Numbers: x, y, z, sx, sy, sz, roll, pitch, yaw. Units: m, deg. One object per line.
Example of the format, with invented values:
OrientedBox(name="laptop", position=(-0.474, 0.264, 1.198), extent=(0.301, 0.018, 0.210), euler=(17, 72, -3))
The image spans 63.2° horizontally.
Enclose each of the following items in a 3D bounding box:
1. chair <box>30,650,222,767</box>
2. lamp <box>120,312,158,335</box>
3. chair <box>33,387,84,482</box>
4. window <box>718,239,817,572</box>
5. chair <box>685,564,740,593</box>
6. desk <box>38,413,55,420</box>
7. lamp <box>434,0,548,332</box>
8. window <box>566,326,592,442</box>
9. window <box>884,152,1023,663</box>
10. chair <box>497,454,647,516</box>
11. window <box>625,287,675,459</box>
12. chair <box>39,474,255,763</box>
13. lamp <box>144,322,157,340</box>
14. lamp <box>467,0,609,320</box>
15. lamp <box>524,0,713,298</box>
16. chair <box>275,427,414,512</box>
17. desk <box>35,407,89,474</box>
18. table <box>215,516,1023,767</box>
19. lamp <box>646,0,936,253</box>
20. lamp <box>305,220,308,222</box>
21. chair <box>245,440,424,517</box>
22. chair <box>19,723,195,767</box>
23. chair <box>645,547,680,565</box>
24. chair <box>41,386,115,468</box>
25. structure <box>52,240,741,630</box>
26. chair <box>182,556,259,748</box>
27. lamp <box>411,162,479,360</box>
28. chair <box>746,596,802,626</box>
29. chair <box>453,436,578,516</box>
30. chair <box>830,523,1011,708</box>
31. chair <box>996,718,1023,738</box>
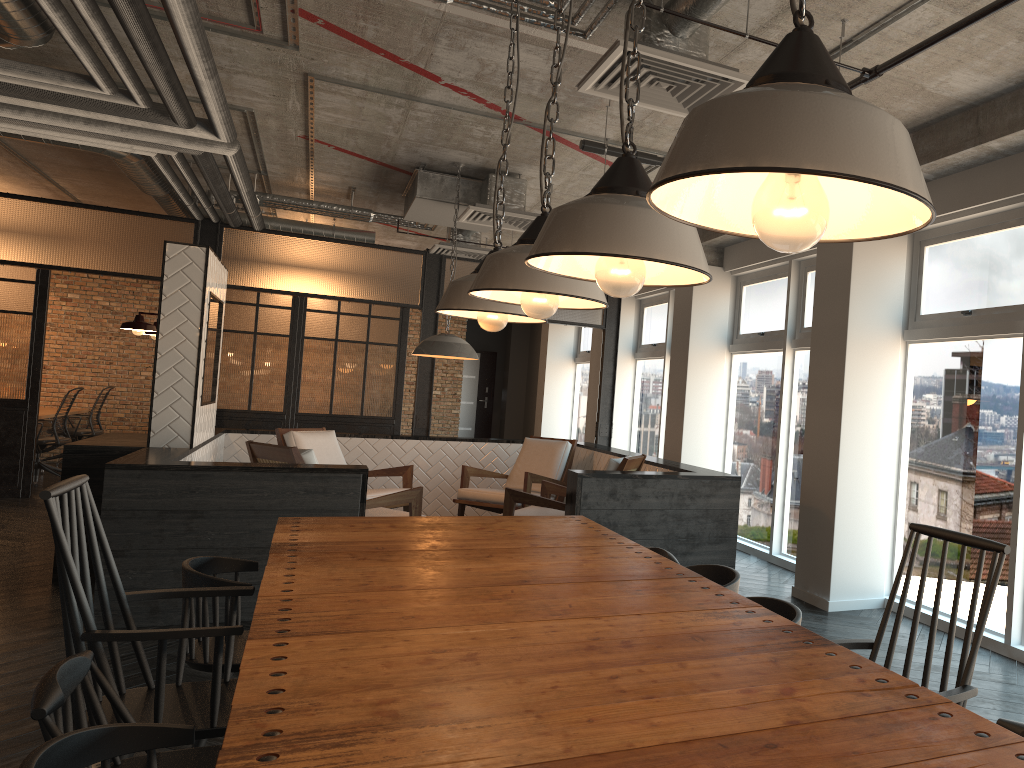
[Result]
OrientedBox(name="chair", position=(-0.689, 0.920, 1.693), extent=(0.523, 0.726, 0.331), euler=(4, -1, -22))
OrientedBox(name="lamp", position=(-2.395, -0.398, 5.385), extent=(0.167, 0.171, 0.261), euler=(3, -1, 38))
OrientedBox(name="chair", position=(-5.143, 0.539, 9.005), extent=(0.788, 1.063, 0.613), euler=(4, -1, -21))
OrientedBox(name="window", position=(2.369, 0.101, 7.195), extent=(0.274, 2.875, 2.222), euler=(4, -1, -14))
OrientedBox(name="chair", position=(0.534, 1.006, 2.843), extent=(0.502, 0.737, 0.331), euler=(4, -1, -22))
OrientedBox(name="desk", position=(-5.590, 0.680, 8.795), extent=(0.900, 0.720, 1.464), euler=(4, -1, -17))
OrientedBox(name="lamp", position=(-0.004, -1.041, 2.813), extent=(0.378, 1.737, 0.354), euler=(4, -1, -2))
OrientedBox(name="window", position=(1.201, 0.078, 12.080), extent=(0.274, 2.875, 2.222), euler=(4, -1, -14))
OrientedBox(name="window", position=(2.951, 0.113, 4.758), extent=(0.274, 2.875, 2.222), euler=(4, -1, -14))
OrientedBox(name="chair", position=(0.447, 0.951, 6.156), extent=(0.894, 0.907, 0.759), euler=(4, -1, 13))
OrientedBox(name="window", position=(1.785, 0.090, 9.638), extent=(0.274, 2.875, 2.222), euler=(4, -1, -14))
OrientedBox(name="chair", position=(-0.862, 0.759, 2.076), extent=(0.552, 1.033, 0.405), euler=(4, -1, -21))
OrientedBox(name="lamp", position=(-2.545, -0.401, 6.009), extent=(0.167, 0.171, 0.261), euler=(3, -1, 38))
OrientedBox(name="lamp", position=(0.135, -1.038, 2.231), extent=(0.378, 1.737, 0.354), euler=(4, -1, -2))
OrientedBox(name="lamp", position=(0.274, -1.035, 1.649), extent=(0.392, 1.737, 0.340), euler=(4, -1, -9))
OrientedBox(name="chair", position=(-1.376, 0.840, 6.820), extent=(0.870, 0.907, 0.778), euler=(4, -1, 18))
OrientedBox(name="desk", position=(-5.931, 0.674, 10.222), extent=(0.900, 0.720, 1.464), euler=(4, -1, -17))
OrientedBox(name="table", position=(0.078, 0.937, 1.737), extent=(1.334, 0.792, 3.344), euler=(4, -1, -15))
OrientedBox(name="lamp", position=(0.413, -1.033, 1.067), extent=(0.421, 1.737, 0.311), euler=(5, -1, -32))
OrientedBox(name="lamp", position=(-2.692, -1.428, 10.818), extent=(0.334, 0.857, 3.045), euler=(4, -1, -14))
OrientedBox(name="chair", position=(-1.149, 0.840, 5.433), extent=(0.615, 0.907, 1.083), euler=(3, -1, 41))
OrientedBox(name="chair", position=(-0.504, 0.922, 1.297), extent=(0.502, 0.737, 0.331), euler=(4, -1, -22))
OrientedBox(name="chair", position=(0.366, 1.005, 3.199), extent=(0.523, 0.726, 0.331), euler=(4, -1, -22))
OrientedBox(name="chair", position=(-5.488, 0.532, 10.449), extent=(0.788, 1.063, 0.613), euler=(4, -1, -21))
OrientedBox(name="structure", position=(-0.774, 0.270, 6.503), extent=(4.470, 2.115, 3.276), euler=(4, -1, -21))
OrientedBox(name="chair", position=(-0.792, 0.917, 2.602), extent=(0.502, 0.737, 0.331), euler=(4, -1, -22))
OrientedBox(name="lamp", position=(-0.470, -0.983, 6.612), extent=(0.555, 1.545, 0.464), euler=(4, -1, -13))
OrientedBox(name="chair", position=(0.581, 1.004, 2.373), extent=(0.502, 0.737, 0.331), euler=(4, -1, -22))
OrientedBox(name="chair", position=(0.078, 0.943, 7.595), extent=(0.632, 0.907, 1.060), euler=(3, -1, 32))
OrientedBox(name="chair", position=(0.844, 0.869, 1.968), extent=(0.552, 1.033, 0.405), euler=(4, -1, -21))
OrientedBox(name="chair", position=(0.817, 1.015, 1.454), extent=(0.523, 0.726, 0.331), euler=(4, -1, -22))
